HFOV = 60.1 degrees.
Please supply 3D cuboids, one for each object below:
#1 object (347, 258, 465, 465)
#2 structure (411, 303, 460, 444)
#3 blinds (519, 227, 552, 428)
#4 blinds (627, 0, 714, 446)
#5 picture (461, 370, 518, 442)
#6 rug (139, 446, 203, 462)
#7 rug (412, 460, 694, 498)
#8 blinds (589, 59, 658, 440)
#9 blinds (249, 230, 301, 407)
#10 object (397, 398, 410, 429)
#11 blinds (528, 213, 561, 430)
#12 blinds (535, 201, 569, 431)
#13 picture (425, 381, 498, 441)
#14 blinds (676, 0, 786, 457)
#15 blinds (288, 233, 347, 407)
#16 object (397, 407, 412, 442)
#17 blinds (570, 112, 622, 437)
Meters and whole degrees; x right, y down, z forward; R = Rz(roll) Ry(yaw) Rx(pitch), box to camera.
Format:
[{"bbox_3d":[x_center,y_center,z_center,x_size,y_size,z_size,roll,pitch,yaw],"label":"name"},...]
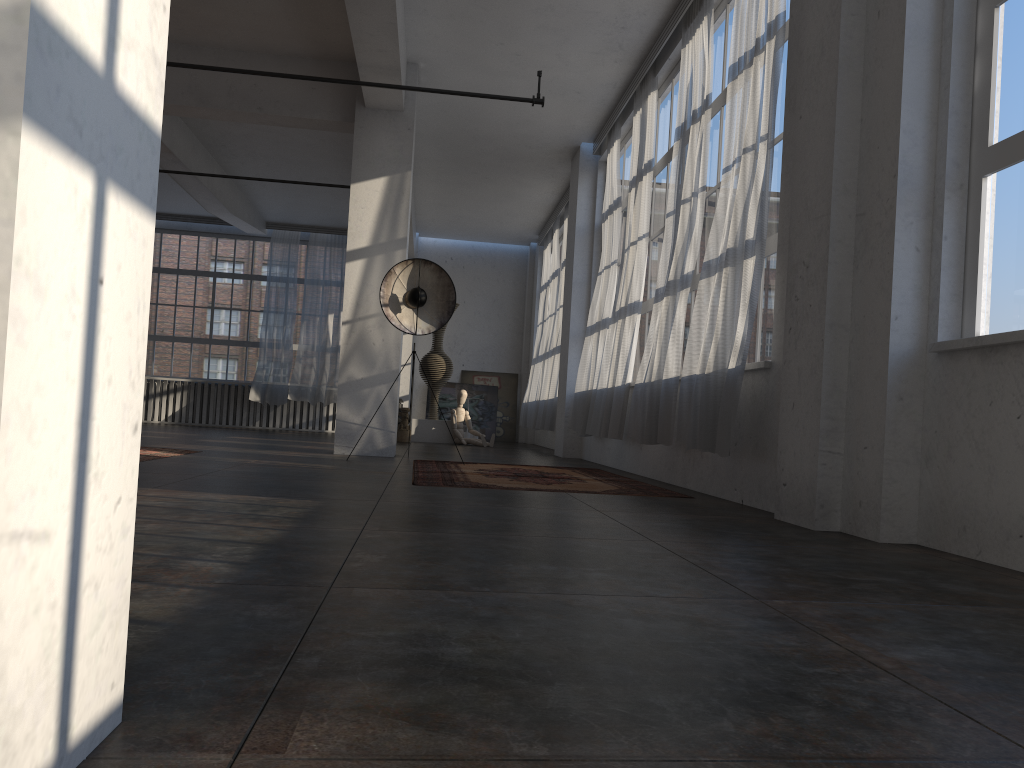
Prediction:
[{"bbox_3d":[-0.937,-0.223,8.447,1.061,1.918,1.174,3,-2,-7],"label":"object"},{"bbox_3d":[-1.257,-0.183,14.691,0.680,2.325,0.746,3,-1,-6],"label":"structure"},{"bbox_3d":[0.458,-1.042,15.927,0.341,3.696,1.028,4,-1,-9],"label":"blinds"},{"bbox_3d":[1.292,-1.358,7.014,0.341,3.696,1.028,4,-1,-9],"label":"blinds"},{"bbox_3d":[-0.472,0.444,17.756,1.154,1.386,0.252,4,-1,-8],"label":"picture"},{"bbox_3d":[-3.523,0.480,6.294,1.864,0.029,2.870,4,-2,-6],"label":"rug"},{"bbox_3d":[0.124,0.732,7.107,1.826,0.009,3.113,4,-2,-7],"label":"rug"},{"bbox_3d":[1.136,-1.288,8.698,0.363,3.673,1.026,3,-1,-7],"label":"blinds"},{"bbox_3d":[-4.466,-1.327,16.846,0.696,3.557,0.872,3,-1,-7],"label":"blinds"},{"bbox_3d":[-1.905,0.583,14.597,0.452,0.693,0.433,5,-2,-42],"label":"object"},{"bbox_3d":[0.584,-1.074,14.749,0.317,3.711,1.019,3,-1,-7],"label":"blinds"},{"bbox_3d":[0.705,-1.120,13.421,0.363,3.673,1.026,3,-1,-7],"label":"blinds"},{"bbox_3d":[-0.999,0.534,17.580,1.442,1.141,0.302,4,-1,-10],"label":"picture"},{"bbox_3d":[1.431,-1.412,5.659,0.344,3.749,1.022,3,-1,-8],"label":"blinds"},{"bbox_3d":[-3.553,-1.312,16.833,1.063,3.499,0.994,3,-1,-6],"label":"blinds"},{"bbox_3d":[-1.673,0.665,13.756,0.236,0.600,0.223,3,-1,21],"label":"object"},{"bbox_3d":[1.019,-1.235,10.189,0.317,3.711,1.019,3,-1,-7],"label":"blinds"}]
